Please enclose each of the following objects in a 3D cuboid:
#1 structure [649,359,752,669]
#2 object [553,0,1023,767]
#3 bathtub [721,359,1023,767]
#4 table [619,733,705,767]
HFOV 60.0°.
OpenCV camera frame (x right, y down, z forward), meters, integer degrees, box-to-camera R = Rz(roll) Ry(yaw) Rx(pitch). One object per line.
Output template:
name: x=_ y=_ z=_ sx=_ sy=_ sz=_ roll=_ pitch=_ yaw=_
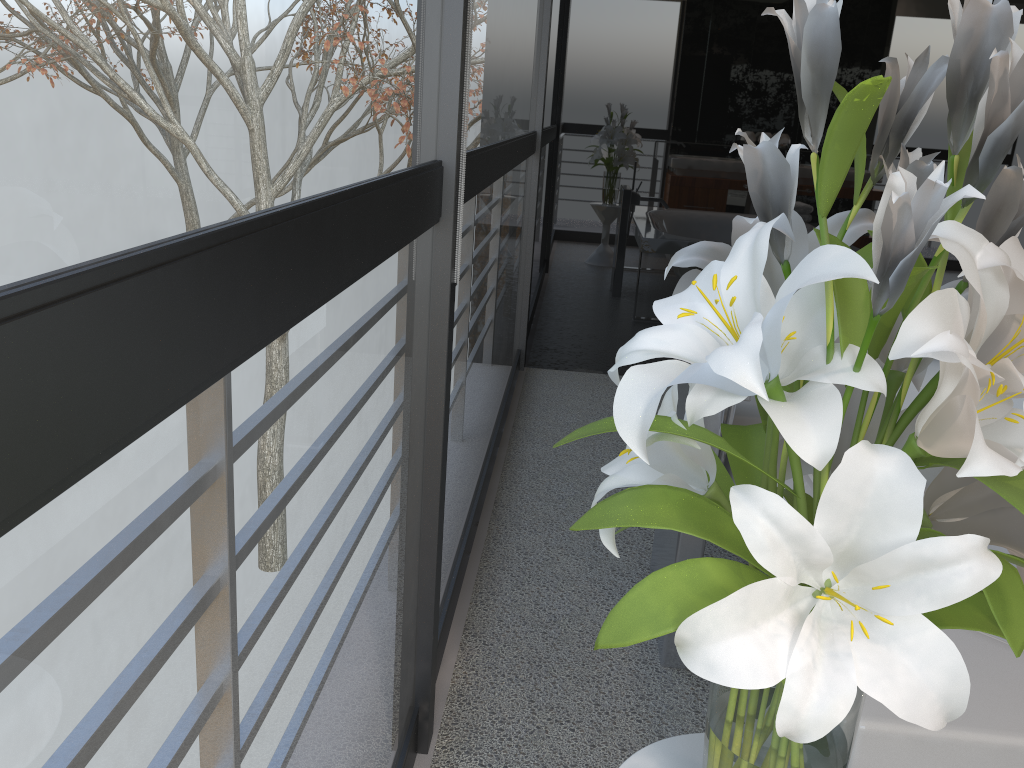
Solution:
structure: x=0.541 y=0.169 z=2.031 sx=0.330 sy=0.882 sz=0.403 roll=5 pitch=17 yaw=3
object: x=0.277 y=0.082 z=0.770 sx=0.460 sy=0.794 sz=0.450 roll=14 pitch=19 yaw=30
bathtub: x=1.126 y=0.412 z=2.007 sx=1.327 sy=0.503 sz=1.963 roll=5 pitch=17 yaw=3
table: x=0.228 y=0.684 z=0.966 sx=0.307 sy=0.477 sz=0.308 roll=0 pitch=17 yaw=-12
